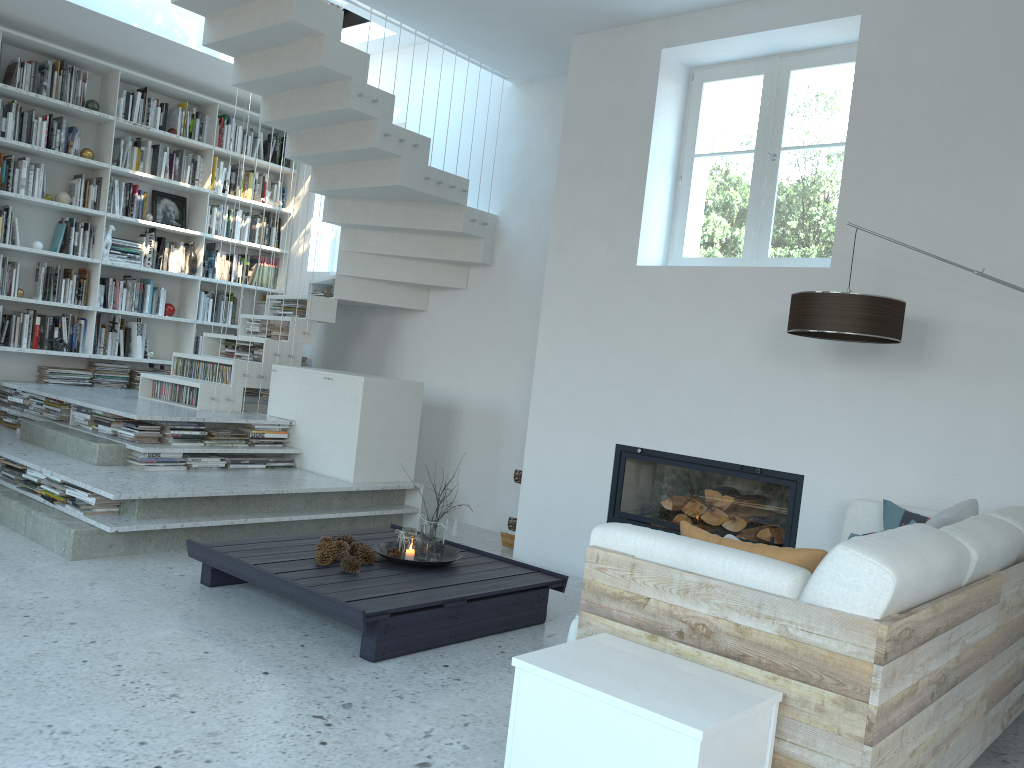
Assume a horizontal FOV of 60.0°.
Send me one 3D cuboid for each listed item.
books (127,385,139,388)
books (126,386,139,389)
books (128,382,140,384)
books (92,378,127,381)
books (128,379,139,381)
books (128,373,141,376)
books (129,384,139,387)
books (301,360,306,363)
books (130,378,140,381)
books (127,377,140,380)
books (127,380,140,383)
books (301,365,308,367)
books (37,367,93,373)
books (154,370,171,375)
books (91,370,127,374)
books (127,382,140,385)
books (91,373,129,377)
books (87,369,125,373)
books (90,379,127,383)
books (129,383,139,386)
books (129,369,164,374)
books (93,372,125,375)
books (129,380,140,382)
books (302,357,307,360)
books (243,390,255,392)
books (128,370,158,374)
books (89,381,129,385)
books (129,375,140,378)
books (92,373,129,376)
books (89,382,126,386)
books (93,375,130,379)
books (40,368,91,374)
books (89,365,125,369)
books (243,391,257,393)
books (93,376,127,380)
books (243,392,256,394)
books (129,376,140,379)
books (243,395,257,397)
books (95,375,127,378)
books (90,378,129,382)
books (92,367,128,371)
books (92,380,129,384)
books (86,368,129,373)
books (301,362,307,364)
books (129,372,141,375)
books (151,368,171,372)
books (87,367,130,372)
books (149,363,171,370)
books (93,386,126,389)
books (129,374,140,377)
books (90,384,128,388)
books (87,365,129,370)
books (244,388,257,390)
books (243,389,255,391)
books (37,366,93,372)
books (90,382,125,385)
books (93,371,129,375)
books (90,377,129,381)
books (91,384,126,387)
[{"bbox_3d":[-3.045,0.028,7.470,0.207,0.008,0.328,7,1,44],"label":"books"},{"bbox_3d":[-3.044,0.036,7.468,0.207,0.008,0.328,7,1,37],"label":"books"},{"bbox_3d":[-3.041,-0.002,7.469,0.205,0.007,0.368,7,1,38],"label":"books"},{"bbox_3d":[-3.279,-0.041,7.186,0.160,0.007,0.254,7,1,37],"label":"books"},{"bbox_3d":[-3.044,-0.025,7.472,0.205,0.007,0.368,7,1,42],"label":"books"},{"bbox_3d":[-3.030,-0.069,7.463,0.328,0.008,0.207,6,1,-44],"label":"books"},{"bbox_3d":[-3.048,0.020,7.474,0.205,0.007,0.368,7,1,42],"label":"books"},{"bbox_3d":[-1.940,-0.212,7.729,0.157,0.025,0.234,7,1,37],"label":"books"},{"bbox_3d":[-3.043,-0.033,7.471,0.207,0.008,0.328,7,1,42],"label":"books"},{"bbox_3d":[-3.037,-0.040,7.467,0.205,0.007,0.368,7,1,44],"label":"books"},{"bbox_3d":[-3.043,-0.010,7.470,0.207,0.008,0.328,7,1,43],"label":"books"},{"bbox_3d":[-1.932,-0.167,7.719,0.128,0.013,0.296,7,1,39],"label":"books"},{"bbox_3d":[-3.492,-0.112,6.935,0.193,0.007,0.346,7,1,39],"label":"books"},{"bbox_3d":[-2.917,-0.095,7.544,0.242,0.015,0.165,7,1,44],"label":"books"},{"bbox_3d":[-3.279,-0.099,7.186,0.160,0.006,0.254,7,1,40],"label":"books"},{"bbox_3d":[-3.047,0.005,7.473,0.207,0.008,0.328,7,1,40],"label":"books"},{"bbox_3d":[-3.280,-0.075,7.189,0.159,0.007,0.285,7,1,42],"label":"books"},{"bbox_3d":[-3.278,-0.105,7.186,0.159,0.005,0.285,7,1,42],"label":"books"},{"bbox_3d":[-3.280,-0.027,7.187,0.160,0.007,0.254,7,1,37],"label":"books"},{"bbox_3d":[-3.050,0.012,7.475,0.207,0.008,0.328,7,1,41],"label":"books"},{"bbox_3d":[-3.033,-0.101,7.468,0.205,0.007,0.368,7,1,43],"label":"books"},{"bbox_3d":[-3.282,-0.089,7.188,0.160,0.006,0.254,7,1,41],"label":"books"},{"bbox_3d":[-3.042,-0.017,7.470,0.207,0.008,0.328,7,1,39],"label":"books"},{"bbox_3d":[-1.941,-0.238,7.731,0.267,0.026,0.161,6,1,-44],"label":"books"},{"bbox_3d":[-2.531,0.047,8.072,0.207,0.008,0.328,7,1,44],"label":"books"},{"bbox_3d":[-3.027,-0.093,7.462,0.205,0.007,0.368,7,1,36],"label":"books"},{"bbox_3d":[-3.282,-0.013,7.185,0.159,0.007,0.285,7,1,37],"label":"books"},{"bbox_3d":[-3.038,-0.055,7.469,0.207,0.008,0.328,7,1,43],"label":"books"},{"bbox_3d":[-3.281,-0.082,7.191,0.159,0.007,0.285,7,1,41],"label":"books"},{"bbox_3d":[-3.291,0.000,7.191,0.160,0.007,0.254,7,1,41],"label":"books"},{"bbox_3d":[-3.274,-0.061,7.183,0.159,0.007,0.285,7,1,36],"label":"books"},{"bbox_3d":[-3.493,-0.104,6.935,0.195,0.008,0.308,7,1,43],"label":"books"},{"bbox_3d":[-3.266,-0.136,7.182,0.160,0.006,0.254,7,1,36],"label":"books"},{"bbox_3d":[-2.529,0.054,8.070,0.368,0.007,0.205,6,1,-43],"label":"books"},{"bbox_3d":[-3.282,-0.055,7.190,0.160,0.007,0.254,7,1,42],"label":"books"},{"bbox_3d":[-2.534,0.070,8.073,0.207,0.008,0.328,7,1,44],"label":"books"},{"bbox_3d":[-3.037,-0.047,7.467,0.207,0.008,0.328,7,1,38],"label":"books"},{"bbox_3d":[-2.536,0.093,8.073,0.205,0.007,0.368,7,1,44],"label":"books"},{"bbox_3d":[-3.280,-0.068,7.189,0.160,0.007,0.254,7,1,42],"label":"books"},{"bbox_3d":[-3.282,-0.034,7.189,0.159,0.007,0.285,7,1,43],"label":"books"},{"bbox_3d":[-3.269,-0.125,7.183,0.160,0.006,0.254,7,1,45],"label":"books"},{"bbox_3d":[-3.278,-0.019,7.185,0.285,0.007,0.159,6,1,-44],"label":"books"},{"bbox_3d":[-3.278,-0.110,7.186,0.159,0.005,0.285,7,1,40],"label":"books"},{"bbox_3d":[-1.951,-0.195,7.737,0.177,0.012,0.278,7,1,45],"label":"books"},{"bbox_3d":[-3.035,-0.079,7.468,0.207,0.008,0.328,7,1,43],"label":"books"},{"bbox_3d":[-2.915,-0.113,7.542,0.285,0.012,0.159,7,1,37],"label":"books"},{"bbox_3d":[-3.271,-0.120,7.181,0.159,0.005,0.285,7,1,37],"label":"books"},{"bbox_3d":[-2.922,-0.142,7.530,0.266,0.036,0.204,7,1,42],"label":"books"},{"bbox_3d":[-3.288,0.021,7.188,0.160,0.007,0.254,7,1,44],"label":"books"},{"bbox_3d":[-3.040,-0.063,7.471,0.205,0.007,0.368,7,1,40],"label":"books"},{"bbox_3d":[-3.293,0.013,7.192,0.159,0.007,0.285,7,1,41],"label":"books"},{"bbox_3d":[-3.270,-0.131,7.185,0.159,0.005,0.285,7,1,38],"label":"books"},{"bbox_3d":[-2.531,0.031,8.074,0.205,0.007,0.368,7,1,43],"label":"books"},{"bbox_3d":[-2.532,0.039,8.074,0.328,0.008,0.207,6,1,-41],"label":"books"},{"bbox_3d":[-3.491,-0.119,6.934,0.193,0.007,0.346,7,1,43],"label":"books"},{"bbox_3d":[-3.288,-0.007,7.190,0.160,0.007,0.254,7,1,42],"label":"books"},{"bbox_3d":[-3.278,-0.094,7.185,0.159,0.005,0.285,7,1,39],"label":"books"},{"bbox_3d":[-3.278,-0.047,7.185,0.159,0.007,0.285,7,1,37],"label":"books"},{"bbox_3d":[-3.285,0.007,7.186,0.160,0.007,0.254,7,1,45],"label":"books"}]
